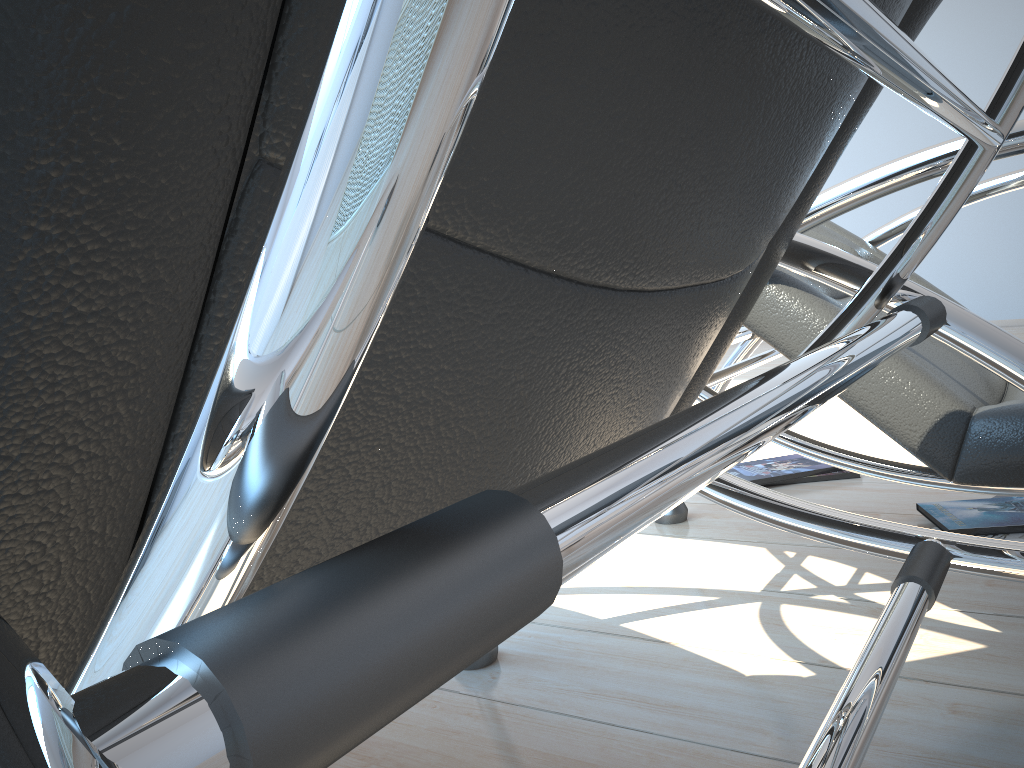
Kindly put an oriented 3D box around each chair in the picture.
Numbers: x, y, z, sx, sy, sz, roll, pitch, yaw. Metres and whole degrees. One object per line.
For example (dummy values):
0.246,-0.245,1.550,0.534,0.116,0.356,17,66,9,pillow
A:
0.686,-0.126,1.224,2.114,0.953,0.836,-2,8,33,chair
-0.283,-0.111,0.684,1.938,1.251,0.836,-2,8,33,chair

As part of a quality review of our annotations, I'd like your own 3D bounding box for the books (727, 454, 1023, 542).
-0.884,0.334,1.892,4.790,0.222,1.045,-6,7,1,books
